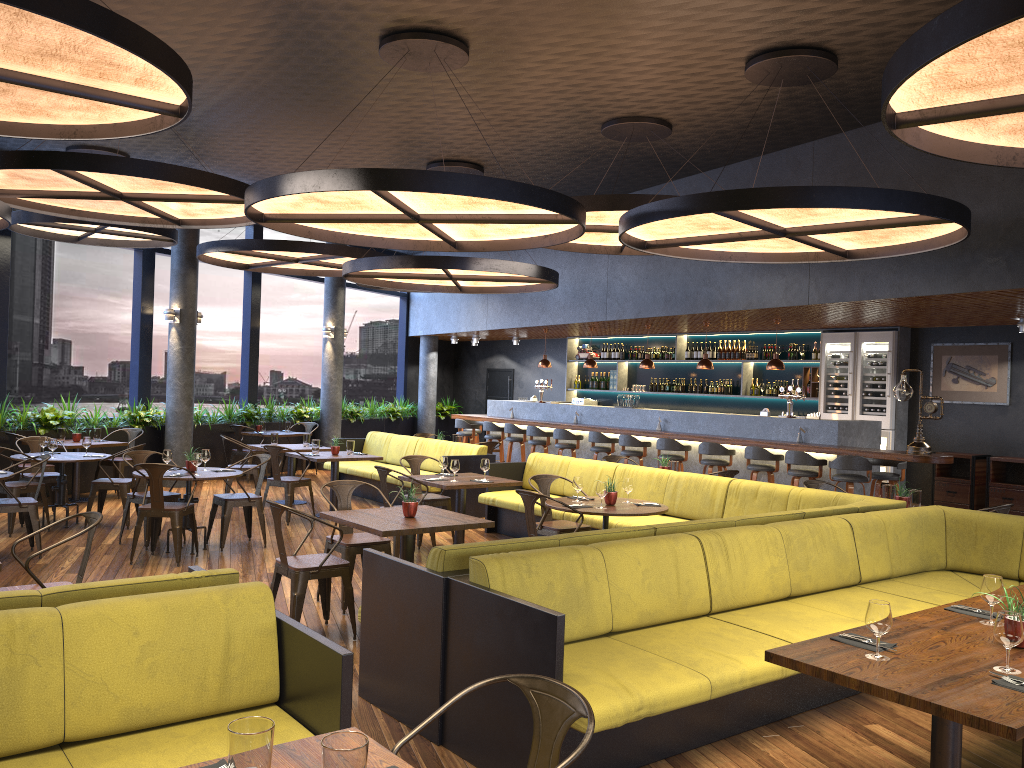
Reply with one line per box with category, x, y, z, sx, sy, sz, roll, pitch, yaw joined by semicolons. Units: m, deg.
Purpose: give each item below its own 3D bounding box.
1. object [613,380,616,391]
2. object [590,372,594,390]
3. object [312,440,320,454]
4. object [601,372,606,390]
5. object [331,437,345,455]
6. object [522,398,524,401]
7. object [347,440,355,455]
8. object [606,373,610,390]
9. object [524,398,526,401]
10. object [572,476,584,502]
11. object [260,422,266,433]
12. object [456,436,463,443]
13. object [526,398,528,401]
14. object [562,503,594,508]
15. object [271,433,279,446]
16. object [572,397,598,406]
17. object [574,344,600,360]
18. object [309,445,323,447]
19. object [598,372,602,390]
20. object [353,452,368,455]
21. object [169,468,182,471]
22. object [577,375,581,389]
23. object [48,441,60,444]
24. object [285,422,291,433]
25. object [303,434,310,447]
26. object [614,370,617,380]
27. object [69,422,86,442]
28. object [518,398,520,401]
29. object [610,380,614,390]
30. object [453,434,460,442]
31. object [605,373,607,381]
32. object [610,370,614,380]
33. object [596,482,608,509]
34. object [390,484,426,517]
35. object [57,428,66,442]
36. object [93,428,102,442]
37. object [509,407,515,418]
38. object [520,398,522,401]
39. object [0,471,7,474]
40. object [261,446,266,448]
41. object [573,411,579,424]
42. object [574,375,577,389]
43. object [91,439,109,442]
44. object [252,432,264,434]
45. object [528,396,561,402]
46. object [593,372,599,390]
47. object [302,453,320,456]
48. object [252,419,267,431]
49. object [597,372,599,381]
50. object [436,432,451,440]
object;1.989;0.028;16.856;0.080;0.192;0.098;2;0;-38
object;1.569;-0.061;17.351;0.094;0.340;0.094;2;0;-15
object;-2.440;0.783;11.025;0.102;0.178;0.102;2;0;-32
object;1.777;-0.054;17.120;0.094;0.340;0.094;2;0;2
object;-2.187;0.746;11.037;0.238;0.271;0.260;2;0;1
object;0.213;0.291;16.930;0.042;0.059;0.042;2;0;-40
object;-2.022;0.798;11.097;0.102;0.178;0.102;2;0;18
object;1.872;-0.051;17.166;0.094;0.340;0.094;2;0;-15
object;0.242;0.292;16.972;0.042;0.059;0.042;2;0;-40
object;0.549;0.878;7.401;0.097;0.206;0.097;2;0;-13
object;-4.158;0.722;14.812;0.102;0.178;0.102;2;0;34
object;-0.763;0.840;12.758;0.102;0.178;0.102;2;0;38
object;0.282;0.293;17.002;0.042;0.059;0.042;2;0;-40
object;0.541;0.971;7.095;0.255;0.019;0.157;2;0;-35
object;-3.228;0.756;12.049;0.102;0.178;0.102;2;0;28
object;1.356;0.542;17.443;0.550;0.569;0.355;2;0;-38
object;1.488;-0.631;17.595;0.229;0.319;0.579;2;0;-38
object;-2.718;0.853;12.257;0.157;0.019;0.255;2;0;-38
object;1.738;-0.056;17.323;0.094;0.340;0.094;2;0;-15
object;-1.930;0.881;11.234;0.157;0.019;0.255;2;0;-38
object;-3.378;0.836;8.771;0.255;0.019;0.157;2;0;31
object;1.343;-0.038;17.779;0.079;0.281;0.079;2;0;-34
object;-5.879;0.745;11.340;0.255;0.019;0.157;2;0;28
object;-3.804;0.734;15.045;0.102;0.178;0.102;2;0;44
object;-2.809;0.770;12.120;0.102;0.178;0.102;2;0;28
object;1.996;-0.164;16.856;0.080;0.192;0.098;2;0;-38
object;-5.708;0.625;11.655;0.260;0.271;0.238;2;0;-22
object;0.133;0.288;16.882;0.042;0.059;0.042;2;0;-40
object;1.928;0.026;16.936;0.080;0.192;0.098;2;0;-38
object;-0.834;0.837;13.176;0.102;0.178;0.102;2;0;-2
object;1.798;-0.054;17.246;0.094;0.340;0.094;2;0;-28
object;1.936;-0.166;16.937;0.080;0.192;0.098;2;0;-38
object;0.713;0.883;7.053;0.097;0.206;0.097;2;0;1
object;-0.726;0.799;6.251;0.260;0.271;0.238;2;0;-2
object;-5.845;0.667;11.504;0.102;0.178;0.102;2;0;34
object;-5.491;0.679;11.737;0.102;0.178;0.102;2;0;44
object;-0.005;0.512;16.010;0.114;0.203;0.069;2;0;10
object;0.171;0.290;16.910;0.042;0.059;0.042;2;0;-40
object;-4.664;0.793;7.930;0.255;0.019;0.157;2;0;-39
object;-3.264;0.834;11.878;0.157;0.019;0.255;2;0;-38
object;1.064;0.550;14.641;0.114;0.203;0.069;2;0;13
object;1.286;-0.040;17.849;0.079;0.281;0.079;2;0;-19
object;-5.532;0.757;11.907;0.255;0.019;0.157;2;0;28
object;-4.192;0.801;14.649;0.255;0.019;0.157;2;0;28
object;0.624;0.281;17.321;0.766;0.106;0.200;2;0;-38
object;1.639;-0.059;17.281;0.094;0.340;0.094;2;0;-24
object;-2.476;0.862;10.854;0.157;0.019;0.255;2;0;-38
object;-4.317;0.670;15.078;0.260;0.271;0.238;2;0;-36
object;1.664;-0.058;17.395;0.094;0.340;0.094;2;0;-32
object;-1.036;0.784;12.765;0.238;0.271;0.260;2;0;-32
